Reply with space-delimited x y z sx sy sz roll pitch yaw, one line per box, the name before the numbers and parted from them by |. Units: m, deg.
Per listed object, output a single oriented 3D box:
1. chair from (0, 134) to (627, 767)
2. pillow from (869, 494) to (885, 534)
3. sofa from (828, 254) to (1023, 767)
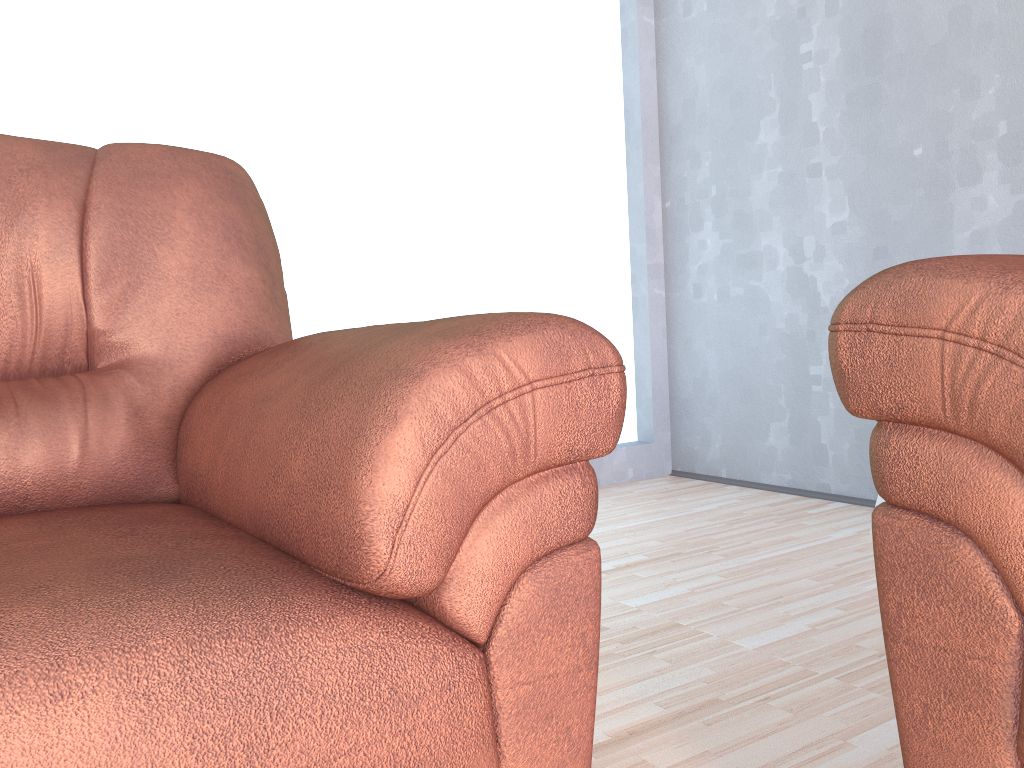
chair | -0.527 0.097 0.923 0.970 0.879 0.936 -5 4 -34
pillow | 1.131 0.260 2.334 0.241 0.326 0.327 -5 4 -29
sofa | 1.278 0.030 0.170 0.981 0.923 2.202 -5 4 -33
